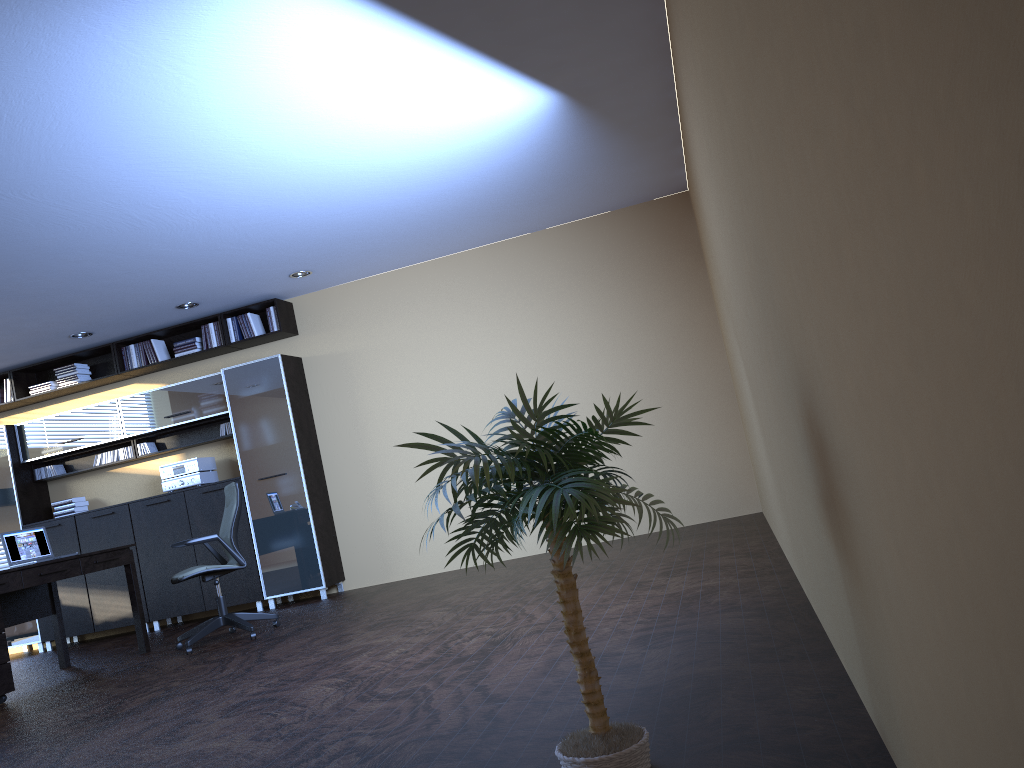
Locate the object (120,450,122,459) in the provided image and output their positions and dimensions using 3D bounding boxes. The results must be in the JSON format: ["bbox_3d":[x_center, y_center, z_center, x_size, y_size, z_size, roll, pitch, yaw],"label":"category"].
[{"bbox_3d":[-4.079,0.740,9.352,0.006,0.118,0.140,-13,-5,12],"label":"object"}]

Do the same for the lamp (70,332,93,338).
[{"bbox_3d":[-4.267,-0.527,8.768,0.209,0.096,0.208,-13,-5,6],"label":"lamp"}]

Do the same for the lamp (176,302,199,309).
[{"bbox_3d":[-3.119,-0.796,8.508,0.209,0.096,0.208,-13,-5,6],"label":"lamp"}]

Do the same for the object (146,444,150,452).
[{"bbox_3d":[-3.768,0.668,9.279,0.036,0.115,0.140,-13,-5,12],"label":"object"}]

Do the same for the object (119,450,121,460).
[{"bbox_3d":[-4.090,0.742,9.349,0.006,0.118,0.140,-13,-5,12],"label":"object"}]

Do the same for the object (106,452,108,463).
[{"bbox_3d":[-4.239,0.777,9.385,0.040,0.118,0.142,-13,-5,12],"label":"object"}]

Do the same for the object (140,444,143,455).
[{"bbox_3d":[-3.842,0.684,9.295,0.009,0.120,0.142,-13,-5,12],"label":"object"}]

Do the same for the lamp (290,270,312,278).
[{"bbox_3d":[-1.971,-1.065,8.247,0.210,0.096,0.208,-15,-6,30],"label":"lamp"}]

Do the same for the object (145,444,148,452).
[{"bbox_3d":[-3.782,0.671,9.282,0.026,0.117,0.140,-13,-5,12],"label":"object"}]

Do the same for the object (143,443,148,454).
[{"bbox_3d":[-3.793,0.673,9.283,0.030,0.120,0.142,-13,-5,12],"label":"object"}]

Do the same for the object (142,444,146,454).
[{"bbox_3d":[-3.812,0.678,9.290,0.026,0.117,0.140,-13,-5,12],"label":"object"}]

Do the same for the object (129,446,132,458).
[{"bbox_3d":[-3.965,0.713,9.321,0.009,0.120,0.142,-13,-5,12],"label":"object"}]

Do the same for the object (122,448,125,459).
[{"bbox_3d":[-4.052,0.733,9.341,0.009,0.120,0.142,-13,-5,12],"label":"object"}]

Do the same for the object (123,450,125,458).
[{"bbox_3d":[-4.041,0.731,9.342,0.009,0.120,0.142,-13,-5,12],"label":"object"}]

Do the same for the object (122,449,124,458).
[{"bbox_3d":[-4.052,0.733,9.338,0.006,0.118,0.140,-13,-5,12],"label":"object"}]

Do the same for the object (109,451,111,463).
[{"bbox_3d":[-4.202,0.768,9.372,0.040,0.118,0.142,-13,-5,12],"label":"object"}]

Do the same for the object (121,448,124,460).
[{"bbox_3d":[-4.062,0.735,9.340,0.009,0.120,0.142,-13,-5,12],"label":"object"}]

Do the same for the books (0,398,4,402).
[{"bbox_3d":[-5.694,0.204,9.651,0.259,0.050,0.207,-13,-5,12],"label":"books"}]

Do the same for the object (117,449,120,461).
[{"bbox_3d":[-4.109,0.747,9.355,0.009,0.120,0.142,-13,-5,12],"label":"object"}]

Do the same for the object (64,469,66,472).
[{"bbox_3d":[-4.861,0.925,9.531,0.036,0.115,0.140,-13,-5,12],"label":"object"}]

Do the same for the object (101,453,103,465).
[{"bbox_3d":[-4.298,0.791,9.396,0.040,0.118,0.142,-13,-5,12],"label":"object"}]

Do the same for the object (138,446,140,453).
[{"bbox_3d":[-3.871,0.691,9.300,0.009,0.120,0.142,-13,-5,12],"label":"object"}]

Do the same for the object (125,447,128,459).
[{"bbox_3d":[-4.014,0.724,9.330,0.009,0.120,0.142,-13,-5,12],"label":"object"}]

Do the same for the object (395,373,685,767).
[{"bbox_3d":[0.159,0.573,2.398,0.671,1.235,0.761,-15,-5,35],"label":"object"}]

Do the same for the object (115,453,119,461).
[{"bbox_3d":[-4.134,0.753,9.361,0.040,0.118,0.142,-13,-5,12],"label":"object"}]

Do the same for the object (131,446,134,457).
[{"bbox_3d":[-3.947,0.708,9.313,0.009,0.120,0.142,-13,-5,12],"label":"object"}]

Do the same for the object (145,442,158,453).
[{"bbox_3d":[-3.768,0.669,9.281,0.040,0.118,0.142,-13,-5,12],"label":"object"}]

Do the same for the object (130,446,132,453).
[{"bbox_3d":[-3.955,0.711,9.323,0.009,0.120,0.142,-13,-5,12],"label":"object"}]

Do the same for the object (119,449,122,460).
[{"bbox_3d":[-4.089,0.742,9.353,0.009,0.120,0.142,-13,-5,12],"label":"object"}]

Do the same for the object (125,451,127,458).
[{"bbox_3d":[-4.021,0.727,9.342,0.009,0.120,0.142,-13,-5,12],"label":"object"}]

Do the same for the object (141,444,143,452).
[{"bbox_3d":[-3.832,0.682,9.292,0.006,0.118,0.140,-13,-5,12],"label":"object"}]

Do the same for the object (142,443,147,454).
[{"bbox_3d":[-3.803,0.675,9.285,0.030,0.120,0.142,-13,-5,12],"label":"object"}]

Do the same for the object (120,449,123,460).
[{"bbox_3d":[-4.070,0.738,9.345,0.006,0.118,0.140,-13,-5,12],"label":"object"}]

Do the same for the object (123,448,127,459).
[{"bbox_3d":[-4.033,0.729,9.333,0.009,0.120,0.142,-13,-5,12],"label":"object"}]

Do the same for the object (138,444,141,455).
[{"bbox_3d":[-3.861,0.688,9.296,0.006,0.118,0.140,-13,-5,12],"label":"object"}]

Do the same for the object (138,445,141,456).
[{"bbox_3d":[-3.861,0.689,9.299,0.009,0.120,0.142,-13,-5,12],"label":"object"}]

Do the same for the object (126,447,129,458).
[{"bbox_3d":[-4.004,0.722,9.330,0.009,0.120,0.142,-13,-5,12],"label":"object"}]

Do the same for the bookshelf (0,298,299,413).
[{"bbox_3d":[-4.694,-0.103,9.449,5.131,0.340,0.362,-13,-5,12],"label":"bookshelf"}]

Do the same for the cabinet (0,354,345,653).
[{"bbox_3d":[-3.798,1.319,9.146,3.881,2.395,0.491,-13,-4,12],"label":"cabinet"}]

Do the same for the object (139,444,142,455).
[{"bbox_3d":[-3.853,0.686,9.292,0.009,0.120,0.142,-13,-5,12],"label":"object"}]

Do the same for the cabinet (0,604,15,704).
[{"bbox_3d":[-3.771,1.882,5.886,0.501,0.678,0.635,-13,-5,12],"label":"cabinet"}]

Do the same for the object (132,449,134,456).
[{"bbox_3d":[-3.937,0.706,9.313,0.009,0.120,0.142,-13,-5,12],"label":"object"}]

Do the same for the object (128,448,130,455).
[{"bbox_3d":[-3.983,0.718,9.330,0.006,0.118,0.140,-13,-5,12],"label":"object"}]

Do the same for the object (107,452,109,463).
[{"bbox_3d":[-4.229,0.775,9.386,0.040,0.118,0.142,-13,-5,12],"label":"object"}]

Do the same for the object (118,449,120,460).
[{"bbox_3d":[-4.100,0.744,9.350,0.009,0.120,0.142,-13,-5,12],"label":"object"}]

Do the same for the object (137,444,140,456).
[{"bbox_3d":[-3.872,0.691,9.296,0.006,0.118,0.140,-13,-5,12],"label":"object"}]

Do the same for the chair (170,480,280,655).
[{"bbox_3d":[-2.313,1.403,6.980,0.767,1.213,0.835,-9,-5,-31],"label":"chair"}]

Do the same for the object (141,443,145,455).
[{"bbox_3d":[-3.832,0.682,9.293,0.009,0.120,0.142,-13,-5,12],"label":"object"}]

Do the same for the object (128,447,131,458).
[{"bbox_3d":[-3.975,0.715,9.322,0.009,0.120,0.142,-13,-5,12],"label":"object"}]

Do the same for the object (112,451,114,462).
[{"bbox_3d":[-4.173,0.762,9.368,0.040,0.118,0.142,-13,-5,12],"label":"object"}]

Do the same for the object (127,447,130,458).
[{"bbox_3d":[-3.993,0.720,9.333,0.009,0.120,0.142,-13,-5,12],"label":"object"}]

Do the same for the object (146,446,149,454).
[{"bbox_3d":[-3.782,0.671,9.285,0.030,0.120,0.142,-13,-5,12],"label":"object"}]
